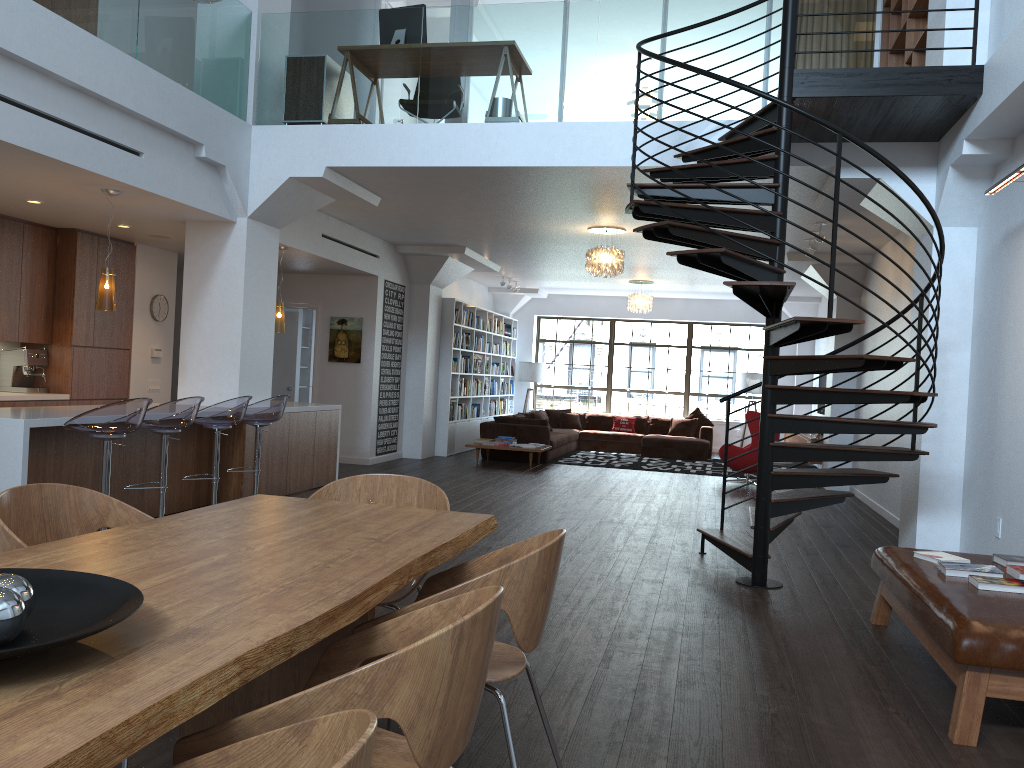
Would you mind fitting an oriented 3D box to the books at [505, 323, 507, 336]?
[{"bbox_3d":[-0.203,-1.045,17.031,0.183,0.253,0.042,3,0,13],"label":"books"}]

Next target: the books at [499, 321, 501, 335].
[{"bbox_3d":[-0.307,-1.046,16.514,0.183,0.253,0.034,3,0,13],"label":"books"}]

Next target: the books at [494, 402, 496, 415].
[{"bbox_3d":[-0.402,0.458,16.478,0.174,0.240,0.045,3,0,12],"label":"books"}]

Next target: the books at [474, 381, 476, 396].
[{"bbox_3d":[-0.712,0.068,14.983,0.183,0.253,0.034,3,0,12],"label":"books"}]

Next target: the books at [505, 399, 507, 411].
[{"bbox_3d":[-0.192,0.436,17.421,0.176,0.290,0.053,3,0,13],"label":"books"}]

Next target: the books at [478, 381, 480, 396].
[{"bbox_3d":[-0.653,0.066,15.254,0.180,0.259,0.060,3,0,12],"label":"books"}]

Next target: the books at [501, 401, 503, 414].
[{"bbox_3d":[-0.271,0.453,17.039,0.183,0.253,0.037,3,0,13],"label":"books"}]

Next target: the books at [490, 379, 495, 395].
[{"bbox_3d":[-0.419,0.056,16.321,0.197,0.290,0.136,3,0,13],"label":"books"}]

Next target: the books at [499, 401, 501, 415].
[{"bbox_3d":[-0.315,0.453,16.863,0.183,0.253,0.036,3,0,13],"label":"books"}]

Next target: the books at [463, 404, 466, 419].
[{"bbox_3d":[-0.847,0.444,14.494,0.183,0.253,0.042,3,0,13],"label":"books"}]

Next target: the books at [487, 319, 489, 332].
[{"bbox_3d":[-0.500,-1.040,15.678,0.174,0.236,0.136,3,0,12],"label":"books"}]

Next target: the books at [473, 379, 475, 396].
[{"bbox_3d":[-0.722,0.049,14.941,0.176,0.290,0.053,3,0,12],"label":"books"}]

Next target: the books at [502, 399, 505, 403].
[{"bbox_3d":[-0.219,0.433,17.202,0.140,0.298,0.044,3,0,13],"label":"books"}]

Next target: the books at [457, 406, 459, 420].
[{"bbox_3d":[-0.930,0.458,14.108,0.161,0.223,0.032,3,0,13],"label":"books"}]

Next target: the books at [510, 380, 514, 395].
[{"bbox_3d":[-0.064,0.062,17.843,0.176,0.290,0.053,3,0,13],"label":"books"}]

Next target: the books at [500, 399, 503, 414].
[{"bbox_3d":[-0.274,0.438,17.099,0.198,0.284,0.066,3,0,13],"label":"books"}]

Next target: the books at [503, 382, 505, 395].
[{"bbox_3d":[-0.227,0.077,17.155,0.183,0.253,0.042,3,0,13],"label":"books"}]

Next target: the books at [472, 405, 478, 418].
[{"bbox_3d":[-0.659,0.473,15.291,0.146,0.202,0.027,3,0,13],"label":"books"}]

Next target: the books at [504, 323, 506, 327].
[{"bbox_3d":[-0.218,-1.046,16.990,0.183,0.253,0.042,3,0,13],"label":"books"}]

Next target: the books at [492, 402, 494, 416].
[{"bbox_3d":[-0.431,0.451,16.325,0.183,0.253,0.034,3,0,12],"label":"books"}]

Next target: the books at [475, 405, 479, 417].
[{"bbox_3d":[-0.645,0.473,15.372,0.146,0.202,0.027,3,0,13],"label":"books"}]

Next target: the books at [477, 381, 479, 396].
[{"bbox_3d":[-0.664,0.069,15.171,0.183,0.253,0.034,3,0,12],"label":"books"}]

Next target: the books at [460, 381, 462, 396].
[{"bbox_3d":[-0.887,0.068,14.234,0.171,0.246,0.057,3,0,13],"label":"books"}]

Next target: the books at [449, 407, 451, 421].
[{"bbox_3d":[-1.027,0.456,13.677,0.161,0.223,0.032,3,0,13],"label":"books"}]

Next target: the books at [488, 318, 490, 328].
[{"bbox_3d":[-0.473,-1.047,15.811,0.160,0.251,0.031,3,0,13],"label":"books"}]

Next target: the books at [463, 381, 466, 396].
[{"bbox_3d":[-0.838,0.069,14.437,0.171,0.246,0.057,3,0,13],"label":"books"}]

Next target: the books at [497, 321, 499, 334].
[{"bbox_3d":[-0.335,-1.043,16.402,0.171,0.246,0.057,3,0,13],"label":"books"}]

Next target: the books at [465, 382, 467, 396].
[{"bbox_3d":[-0.834,0.077,14.485,0.168,0.231,0.037,3,0,13],"label":"books"}]

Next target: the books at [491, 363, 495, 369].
[{"bbox_3d":[-0.392,-0.274,16.286,0.140,0.206,0.042,3,0,13],"label":"books"}]

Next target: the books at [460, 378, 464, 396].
[{"bbox_3d":[-0.871,0.046,14.315,0.176,0.290,0.053,3,0,13],"label":"books"}]

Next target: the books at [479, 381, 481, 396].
[{"bbox_3d":[-0.637,0.069,15.351,0.183,0.253,0.034,3,0,12],"label":"books"}]

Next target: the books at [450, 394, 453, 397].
[{"bbox_3d":[-1.029,0.171,13.742,0.197,0.035,0.284,3,0,3],"label":"books"}]

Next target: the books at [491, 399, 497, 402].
[{"bbox_3d":[-0.383,0.434,16.549,0.176,0.290,0.036,3,0,12],"label":"books"}]

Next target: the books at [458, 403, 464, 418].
[{"bbox_3d":[-0.871,0.440,14.411,0.180,0.259,0.042,3,0,13],"label":"books"}]

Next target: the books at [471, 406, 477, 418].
[{"bbox_3d":[-0.675,0.478,15.233,0.139,0.191,0.036,3,0,13],"label":"books"}]

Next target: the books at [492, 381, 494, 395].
[{"bbox_3d":[-0.426,0.075,16.216,0.182,0.253,0.098,3,0,13],"label":"books"}]

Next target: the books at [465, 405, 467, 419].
[{"bbox_3d":[-0.829,0.453,14.582,0.174,0.236,0.142,3,0,12],"label":"books"}]

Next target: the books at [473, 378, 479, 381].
[{"bbox_3d":[-0.664,0.050,15.207,0.176,0.290,0.036,3,0,12],"label":"books"}]

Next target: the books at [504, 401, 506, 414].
[{"bbox_3d":[-0.209,0.458,17.339,0.171,0.246,0.057,3,0,13],"label":"books"}]

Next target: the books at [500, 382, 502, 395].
[{"bbox_3d":[-0.286,0.076,16.867,0.174,0.251,0.051,3,0,13],"label":"books"}]

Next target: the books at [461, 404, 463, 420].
[{"bbox_3d":[-0.884,0.447,14.333,0.171,0.246,0.039,3,0,13],"label":"books"}]

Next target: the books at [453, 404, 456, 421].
[{"bbox_3d":[-0.982,0.442,13.911,0.180,0.251,0.048,3,0,13],"label":"books"}]

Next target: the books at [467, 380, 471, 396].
[{"bbox_3d":[-0.781,0.066,14.683,0.183,0.253,0.034,3,0,13],"label":"books"}]

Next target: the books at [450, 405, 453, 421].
[{"bbox_3d":[-1.016,0.448,13.719,0.174,0.240,0.054,3,0,13],"label":"books"}]

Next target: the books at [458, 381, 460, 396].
[{"bbox_3d":[-0.928,0.067,14.051,0.189,0.247,0.057,3,0,13],"label":"books"}]

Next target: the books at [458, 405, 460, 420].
[{"bbox_3d":[-0.930,0.453,14.153,0.176,0.231,0.053,3,0,13],"label":"books"}]

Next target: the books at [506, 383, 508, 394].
[{"bbox_3d":[-0.179,0.091,17.374,0.168,0.228,0.139,3,0,13],"label":"books"}]

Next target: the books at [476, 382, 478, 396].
[{"bbox_3d":[-0.684,0.075,15.136,0.174,0.240,0.045,3,0,12],"label":"books"}]

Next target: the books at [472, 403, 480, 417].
[{"bbox_3d":[-0.629,0.459,15.455,0.140,0.231,0.042,3,0,13],"label":"books"}]

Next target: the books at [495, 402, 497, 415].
[{"bbox_3d":[-0.382,0.453,16.513,0.183,0.253,0.034,3,0,12],"label":"books"}]

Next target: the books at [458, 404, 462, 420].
[{"bbox_3d":[-0.904,0.441,14.262,0.183,0.253,0.042,3,0,13],"label":"books"}]

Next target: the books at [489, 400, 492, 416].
[{"bbox_3d":[-0.472,0.435,16.177,0.198,0.284,0.066,3,0,12],"label":"books"}]

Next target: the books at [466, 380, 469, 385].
[{"bbox_3d":[-0.808,0.066,14.583,0.183,0.253,0.034,3,0,13],"label":"books"}]

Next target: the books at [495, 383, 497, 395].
[{"bbox_3d":[-0.377,0.080,16.466,0.174,0.242,0.105,3,0,13],"label":"books"}]

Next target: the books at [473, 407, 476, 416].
[{"bbox_3d":[-0.686,0.487,15.178,0.126,0.173,0.032,3,0,13],"label":"books"}]

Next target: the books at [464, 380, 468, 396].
[{"bbox_3d":[-0.822,0.066,14.518,0.183,0.253,0.034,3,0,13],"label":"books"}]

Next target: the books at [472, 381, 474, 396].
[{"bbox_3d":[-0.731,0.069,14.876,0.160,0.250,0.026,3,0,12],"label":"books"}]

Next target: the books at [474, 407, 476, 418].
[{"bbox_3d":[-0.680,0.485,15.204,0.128,0.178,0.021,3,0,13],"label":"books"}]

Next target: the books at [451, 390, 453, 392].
[{"bbox_3d":[-1.029,0.104,13.737,0.174,0.032,0.254,3,0,8],"label":"books"}]
